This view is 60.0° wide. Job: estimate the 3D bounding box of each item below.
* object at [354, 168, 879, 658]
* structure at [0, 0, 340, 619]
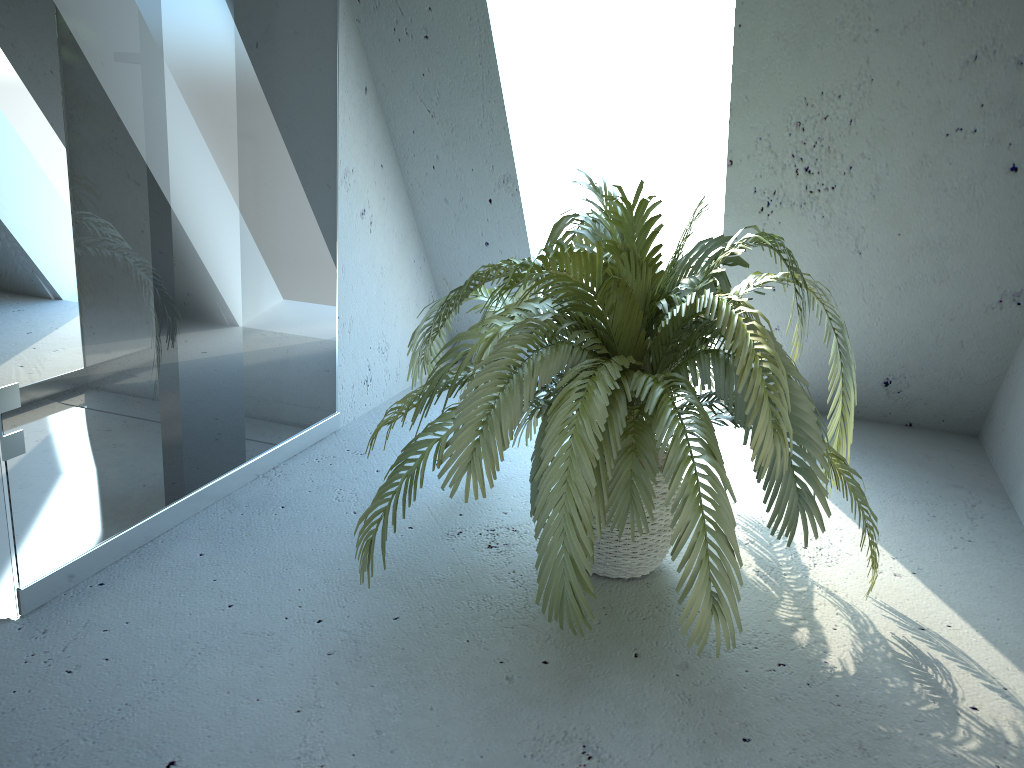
[{"bbox_3d":[0.241,-0.008,1.955,1.112,0.893,1.132,2,17,-5],"label":"object"},{"bbox_3d":[-1.346,-0.722,1.891,1.184,2.114,1.835,9,17,17],"label":"structure"}]
